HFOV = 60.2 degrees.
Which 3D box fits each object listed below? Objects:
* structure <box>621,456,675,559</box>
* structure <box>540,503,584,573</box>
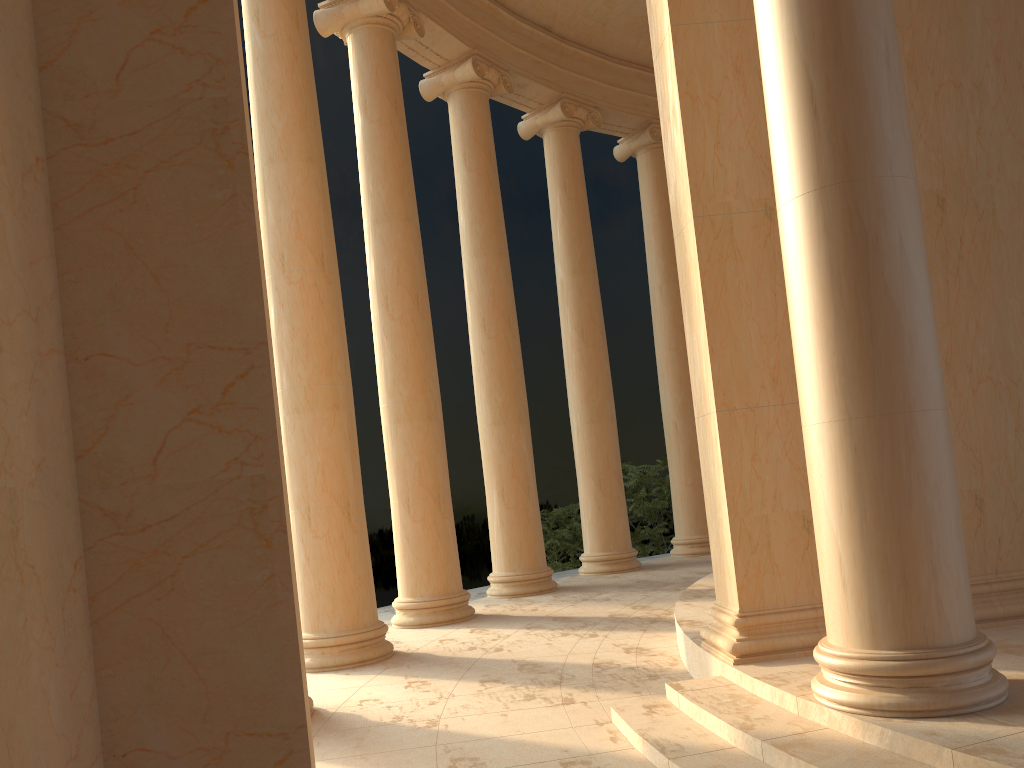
[{"bbox_3d":[264.604,279.758,1606.207,247.086,298.534,238.639,-6,-4,-2],"label":"structure"},{"bbox_3d":[77.544,303.124,1521.311,149.438,187.725,156.057,-7,-4,8],"label":"structure"}]
